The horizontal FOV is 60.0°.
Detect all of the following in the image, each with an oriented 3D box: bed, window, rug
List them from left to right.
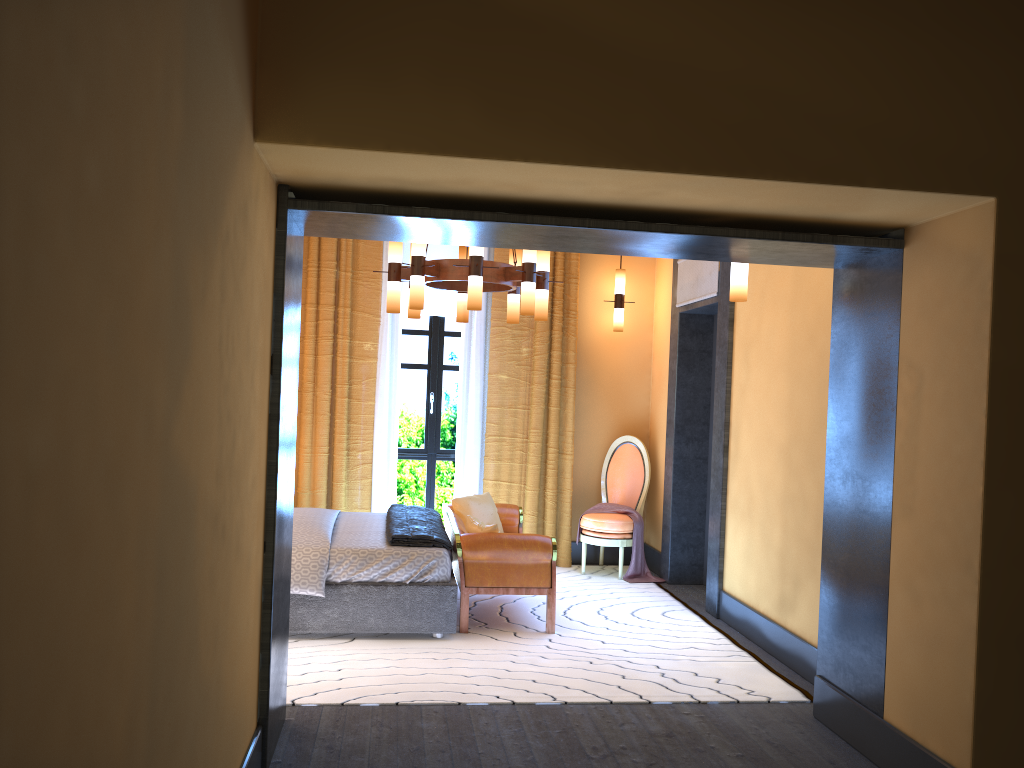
[{"bbox_3d":[-1.450,1.011,5.862,2.107,0.825,1.888,2,-1,-8],"label":"bed"},{"bbox_3d":[-0.529,1.505,5.814,3.702,0.016,3.387,2,-1,-7],"label":"rug"},{"bbox_3d":[-0.684,0.028,7.829,1.200,3.001,0.130,2,0,-7],"label":"window"}]

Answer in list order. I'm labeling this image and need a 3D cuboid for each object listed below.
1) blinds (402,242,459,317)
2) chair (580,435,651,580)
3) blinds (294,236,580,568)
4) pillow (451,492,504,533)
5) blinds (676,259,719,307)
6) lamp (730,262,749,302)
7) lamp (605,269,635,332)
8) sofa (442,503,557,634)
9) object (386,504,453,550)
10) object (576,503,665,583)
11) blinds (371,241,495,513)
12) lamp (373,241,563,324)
[{"bbox_3d":[-0.640,-1.035,7.809,1.200,0.873,0.013,2,0,-7],"label":"blinds"},{"bbox_3d":[0.851,1.006,7.389,0.500,1.147,0.632,2,0,26],"label":"chair"},{"bbox_3d":[-0.625,-0.542,7.422,2.451,4.147,0.134,2,0,-7],"label":"blinds"},{"bbox_3d":[-0.851,0.926,6.553,2.627,0.407,1.147,2,-1,34],"label":"pillow"},{"bbox_3d":[1.410,-1.401,6.617,0.042,1.577,0.895,2,0,-7],"label":"blinds"},{"bbox_3d":[1.170,-0.690,4.543,0.199,0.532,0.199,3,0,38],"label":"lamp"},{"bbox_3d":[0.920,-0.714,7.590,0.199,0.532,0.199,3,0,38],"label":"lamp"},{"bbox_3d":[-0.129,1.206,6.114,0.650,0.640,1.615,2,-1,-7],"label":"sofa"},{"bbox_3d":[-0.643,0.940,5.961,0.405,0.104,1.461,2,-1,-8],"label":"object"},{"bbox_3d":[0.899,1.285,7.295,0.802,0.572,0.429,2,0,40],"label":"object"},{"bbox_3d":[-0.675,-0.520,7.499,2.051,4.076,0.236,2,0,-10],"label":"blinds"},{"bbox_3d":[-0.242,-1.518,5.721,1.141,2.169,1.141,2,0,15],"label":"lamp"}]
